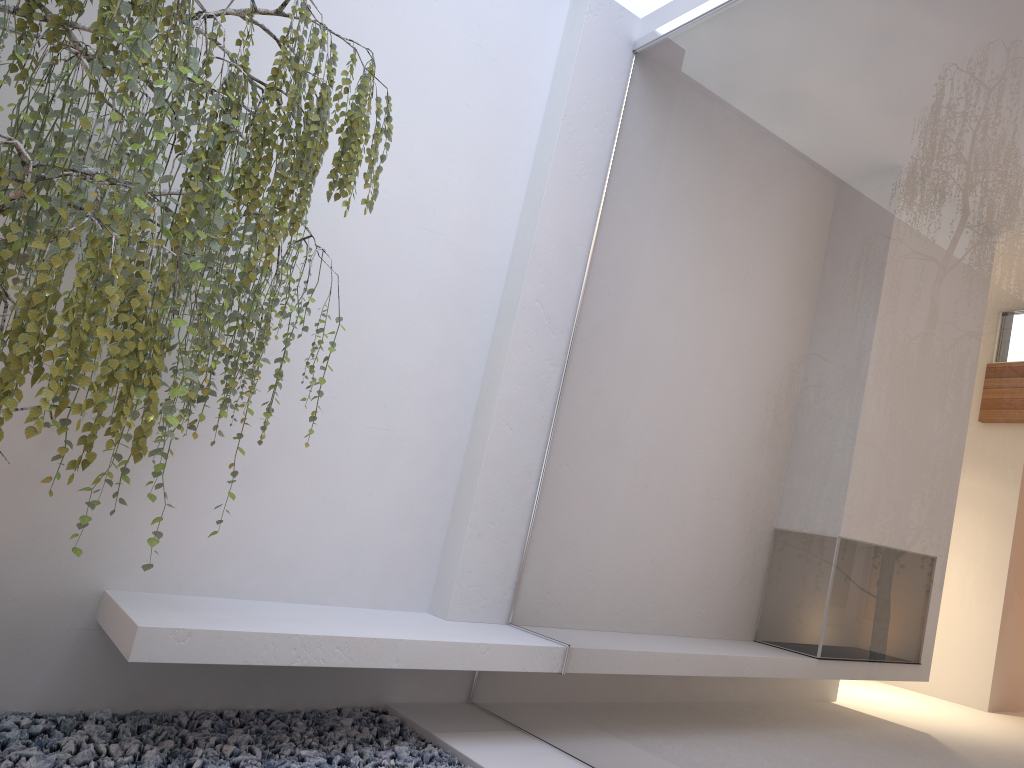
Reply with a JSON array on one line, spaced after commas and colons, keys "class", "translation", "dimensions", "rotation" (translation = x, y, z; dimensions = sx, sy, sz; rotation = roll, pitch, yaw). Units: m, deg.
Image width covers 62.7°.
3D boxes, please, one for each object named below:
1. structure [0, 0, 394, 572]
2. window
[{"class": "structure", "translation": [-1.375, -1.028, 1.940], "dimensions": [2.762, 3.983, 1.534], "rotation": [17, -10, -39]}, {"class": "window", "translation": [0.851, -0.133, 3.053], "dimensions": [0.057, 3.249, 2.460], "rotation": [17, -10, -33]}]
